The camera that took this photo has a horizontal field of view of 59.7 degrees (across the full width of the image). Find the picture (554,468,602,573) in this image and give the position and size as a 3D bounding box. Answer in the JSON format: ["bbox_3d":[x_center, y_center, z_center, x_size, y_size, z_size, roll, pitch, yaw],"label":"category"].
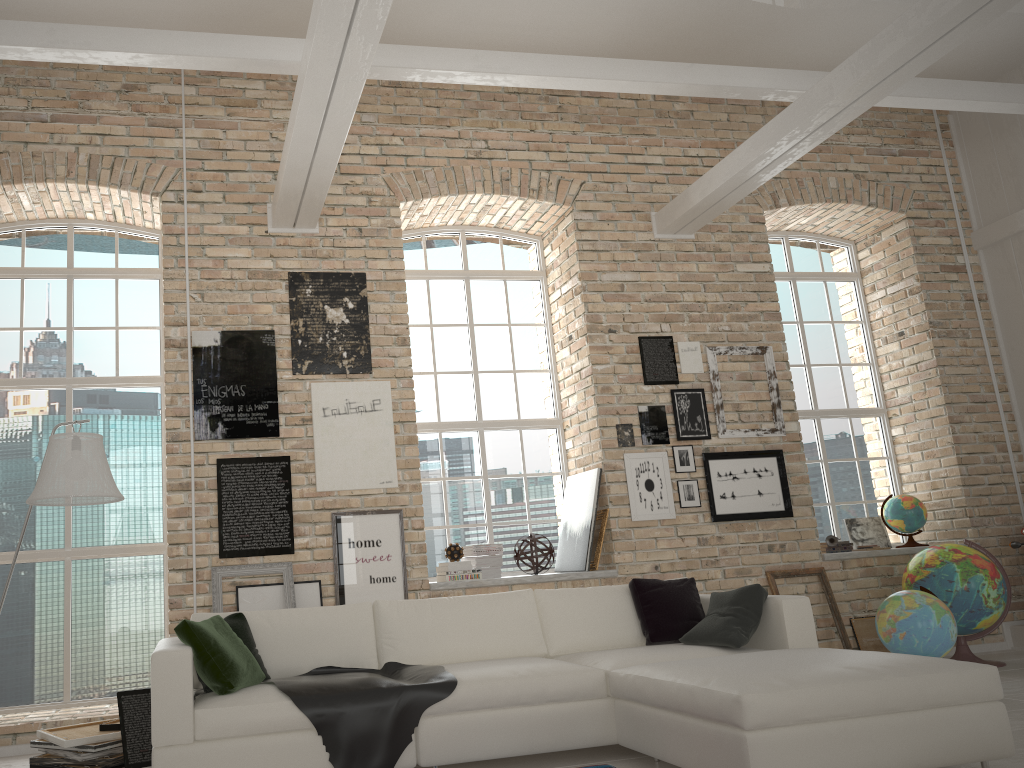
[{"bbox_3d":[0.516,1.072,6.939,0.236,0.766,0.607,-1,-13,-19],"label":"picture"}]

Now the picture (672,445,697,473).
[{"bbox_3d":[1.334,0.583,6.913,0.171,0.213,0.012,-2,-13,-13],"label":"picture"}]

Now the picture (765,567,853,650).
[{"bbox_3d":[2.257,1.776,6.722,0.490,0.750,0.228,-2,-13,-15],"label":"picture"}]

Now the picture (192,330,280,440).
[{"bbox_3d":[-1.956,0.000,6.308,0.573,0.788,0.037,-2,-13,-13],"label":"picture"}]

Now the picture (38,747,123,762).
[{"bbox_3d":[-2.268,2.080,5.215,0.626,0.048,0.730,-15,-16,42],"label":"picture"}]

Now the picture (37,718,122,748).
[{"bbox_3d":[-2.292,2.001,5.203,0.732,0.048,0.625,5,-15,-38],"label":"picture"}]

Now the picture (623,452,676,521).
[{"bbox_3d":[1.050,0.777,6.797,0.355,0.515,0.013,-2,-13,-13],"label":"picture"}]

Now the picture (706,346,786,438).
[{"bbox_3d":[1.873,0.060,7.152,0.585,0.751,0.026,-2,-13,-13],"label":"picture"}]

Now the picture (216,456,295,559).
[{"bbox_3d":[-1.774,0.846,6.160,0.495,0.683,0.066,-2,-13,-13],"label":"picture"}]

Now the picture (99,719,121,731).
[{"bbox_3d":[-2.197,1.983,5.257,0.298,0.048,0.374,-6,-12,10],"label":"picture"}]

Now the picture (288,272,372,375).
[{"bbox_3d":[-1.343,-0.449,6.570,0.571,0.786,0.037,-2,-13,-13],"label":"picture"}]

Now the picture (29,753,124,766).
[{"bbox_3d":[-2.304,2.122,5.217,0.614,0.048,0.747,-8,-12,18],"label":"picture"}]

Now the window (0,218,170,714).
[{"bbox_3d":[-1.376,-0.747,1.272,1.378,3.667,11.805,-1,-12,-20],"label":"window"}]

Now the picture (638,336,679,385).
[{"bbox_3d":[1.161,-0.187,7.055,0.287,0.395,0.019,-2,-13,-13],"label":"picture"}]

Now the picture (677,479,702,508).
[{"bbox_3d":[1.361,0.844,6.856,0.171,0.213,0.012,-2,-13,-13],"label":"picture"}]

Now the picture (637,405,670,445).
[{"bbox_3d":[1.101,0.319,6.922,0.223,0.307,0.015,-2,-13,-13],"label":"picture"}]

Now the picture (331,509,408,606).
[{"bbox_3d":[-0.989,1.264,6.217,0.503,0.759,0.012,-2,-13,-13],"label":"picture"}]

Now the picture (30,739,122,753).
[{"bbox_3d":[-2.299,2.043,5.221,0.623,0.048,0.734,-11,-13,30],"label":"picture"}]

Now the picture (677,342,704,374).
[{"bbox_3d":[1.427,-0.212,7.126,0.188,0.260,0.012,-2,-13,-13],"label":"picture"}]

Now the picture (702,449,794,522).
[{"bbox_3d":[1.840,0.792,6.970,0.692,0.537,0.032,-2,-13,-13],"label":"picture"}]

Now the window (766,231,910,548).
[{"bbox_3d":[4.649,-1.216,2.754,1.379,2.998,11.805,-1,-12,-20],"label":"window"}]

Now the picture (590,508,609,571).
[{"bbox_3d":[0.615,1.191,6.764,0.167,0.462,0.374,-1,-13,-20],"label":"picture"}]

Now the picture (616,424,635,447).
[{"bbox_3d":[0.872,0.395,6.852,0.131,0.179,0.008,-3,-12,-8],"label":"picture"}]

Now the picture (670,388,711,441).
[{"bbox_3d":[1.406,0.238,7.004,0.283,0.411,0.010,-2,-13,-13],"label":"picture"}]

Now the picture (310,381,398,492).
[{"bbox_3d":[-1.134,0.368,6.400,0.572,0.787,0.037,-2,-13,-13],"label":"picture"}]

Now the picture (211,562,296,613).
[{"bbox_3d":[-1.692,1.479,5.865,0.527,0.584,0.291,-2,-13,-15],"label":"picture"}]

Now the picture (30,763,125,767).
[{"bbox_3d":[-2.281,2.150,5.179,0.624,0.048,0.735,-12,-14,32],"label":"picture"}]

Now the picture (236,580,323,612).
[{"bbox_3d":[-1.537,1.616,5.939,0.558,0.570,0.151,-2,-13,-14],"label":"picture"}]

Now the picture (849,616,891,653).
[{"bbox_3d":[2.774,1.977,6.876,0.259,0.352,0.098,-2,-13,-14],"label":"picture"}]

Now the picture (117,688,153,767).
[{"bbox_3d":[-2.022,1.915,4.976,0.309,0.406,0.204,4,-15,-37],"label":"picture"}]

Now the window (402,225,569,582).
[{"bbox_3d":[1.634,-1.145,2.052,1.379,2.998,11.805,-1,-12,-20],"label":"window"}]
